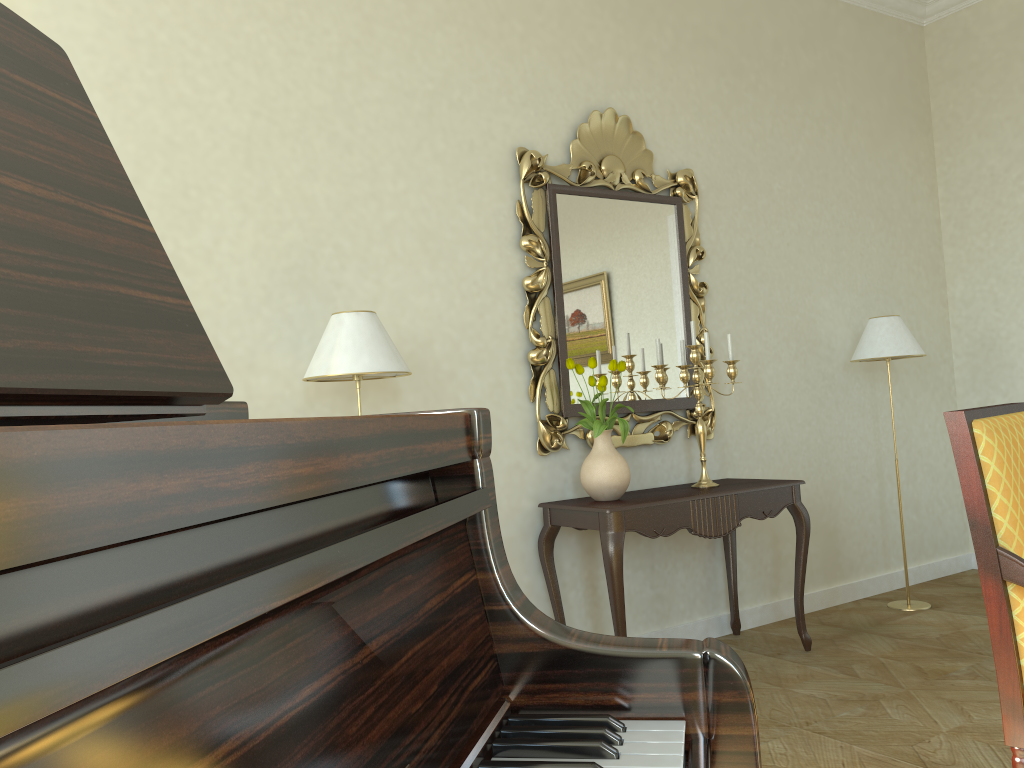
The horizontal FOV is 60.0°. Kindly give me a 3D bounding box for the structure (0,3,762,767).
[{"bbox_3d":[-0.815,0.493,0.332,1.856,1.439,1.514,-4,-2,12],"label":"structure"}]

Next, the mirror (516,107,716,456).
[{"bbox_3d":[0.511,-0.507,4.172,1.117,1.612,0.082,-3,-3,-33],"label":"mirror"}]

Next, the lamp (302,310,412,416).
[{"bbox_3d":[-0.505,0.524,3.101,0.380,1.552,0.380,-2,-3,-38],"label":"lamp"}]

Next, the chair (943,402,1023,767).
[{"bbox_3d":[1.541,0.575,2.131,0.671,1.083,0.730,-6,-3,42],"label":"chair"}]

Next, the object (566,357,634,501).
[{"bbox_3d":[0.380,0.185,3.736,0.264,0.609,0.242,-4,-2,-3],"label":"object"}]

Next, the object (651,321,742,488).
[{"bbox_3d":[0.853,0.090,4.047,0.320,0.757,0.320,-6,-3,38],"label":"object"}]

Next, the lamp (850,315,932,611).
[{"bbox_3d":[2.064,0.411,4.759,0.381,1.552,0.381,-3,-3,-33],"label":"lamp"}]
